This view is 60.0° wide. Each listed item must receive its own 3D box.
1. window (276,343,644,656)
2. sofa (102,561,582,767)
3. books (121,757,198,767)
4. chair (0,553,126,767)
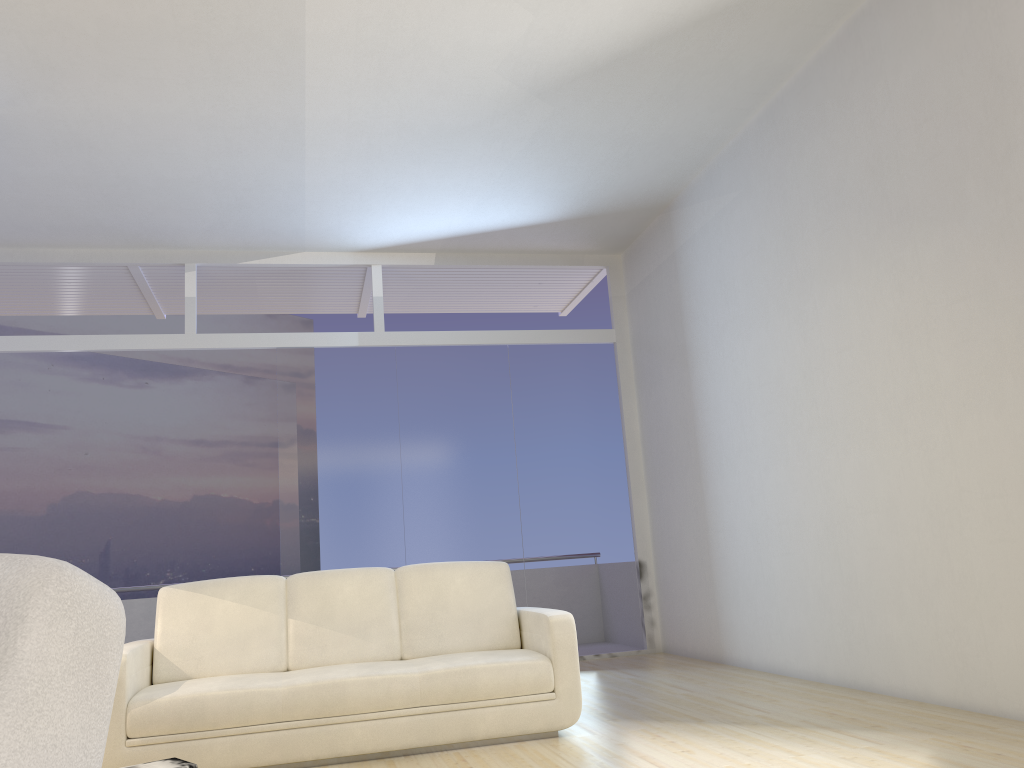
[{"bbox_3d":[-0.423,0.982,7.503,2.988,2.706,0.012,-1,-12,-13],"label":"window"},{"bbox_3d":[-0.834,1.364,4.460,2.166,0.862,0.941,-1,-12,-13],"label":"sofa"},{"bbox_3d":[-1.372,1.460,3.339,0.287,0.025,0.247,5,-15,-39],"label":"books"},{"bbox_3d":[-0.763,0.535,0.586,0.919,0.828,0.941,-6,-12,6],"label":"chair"}]
